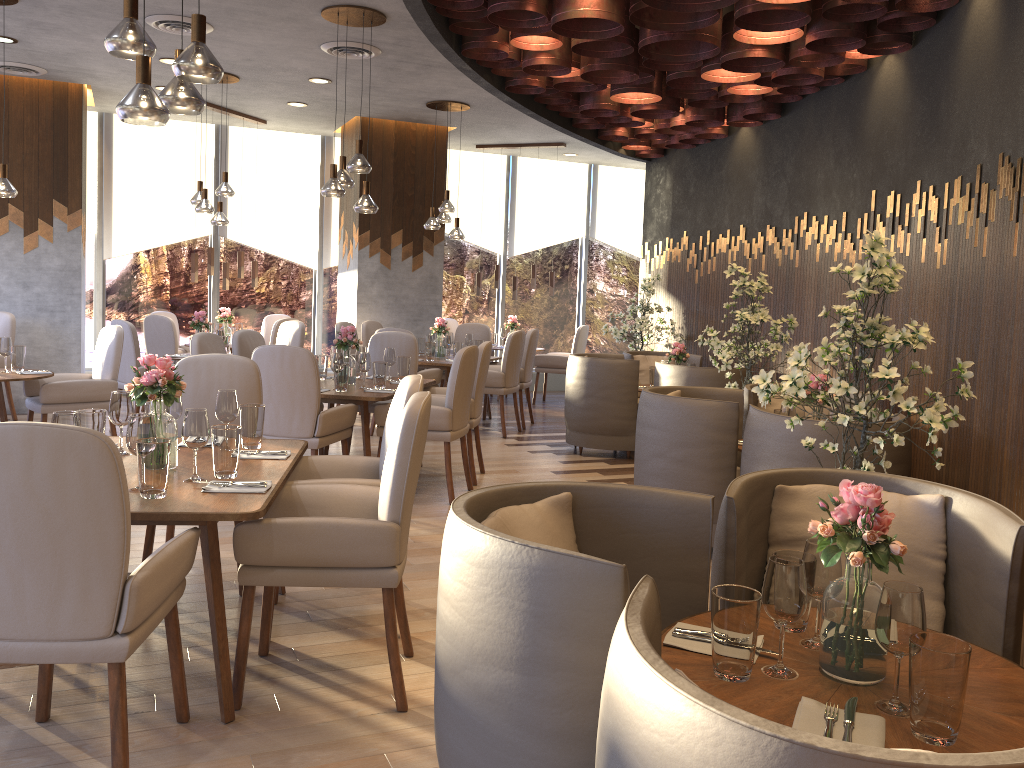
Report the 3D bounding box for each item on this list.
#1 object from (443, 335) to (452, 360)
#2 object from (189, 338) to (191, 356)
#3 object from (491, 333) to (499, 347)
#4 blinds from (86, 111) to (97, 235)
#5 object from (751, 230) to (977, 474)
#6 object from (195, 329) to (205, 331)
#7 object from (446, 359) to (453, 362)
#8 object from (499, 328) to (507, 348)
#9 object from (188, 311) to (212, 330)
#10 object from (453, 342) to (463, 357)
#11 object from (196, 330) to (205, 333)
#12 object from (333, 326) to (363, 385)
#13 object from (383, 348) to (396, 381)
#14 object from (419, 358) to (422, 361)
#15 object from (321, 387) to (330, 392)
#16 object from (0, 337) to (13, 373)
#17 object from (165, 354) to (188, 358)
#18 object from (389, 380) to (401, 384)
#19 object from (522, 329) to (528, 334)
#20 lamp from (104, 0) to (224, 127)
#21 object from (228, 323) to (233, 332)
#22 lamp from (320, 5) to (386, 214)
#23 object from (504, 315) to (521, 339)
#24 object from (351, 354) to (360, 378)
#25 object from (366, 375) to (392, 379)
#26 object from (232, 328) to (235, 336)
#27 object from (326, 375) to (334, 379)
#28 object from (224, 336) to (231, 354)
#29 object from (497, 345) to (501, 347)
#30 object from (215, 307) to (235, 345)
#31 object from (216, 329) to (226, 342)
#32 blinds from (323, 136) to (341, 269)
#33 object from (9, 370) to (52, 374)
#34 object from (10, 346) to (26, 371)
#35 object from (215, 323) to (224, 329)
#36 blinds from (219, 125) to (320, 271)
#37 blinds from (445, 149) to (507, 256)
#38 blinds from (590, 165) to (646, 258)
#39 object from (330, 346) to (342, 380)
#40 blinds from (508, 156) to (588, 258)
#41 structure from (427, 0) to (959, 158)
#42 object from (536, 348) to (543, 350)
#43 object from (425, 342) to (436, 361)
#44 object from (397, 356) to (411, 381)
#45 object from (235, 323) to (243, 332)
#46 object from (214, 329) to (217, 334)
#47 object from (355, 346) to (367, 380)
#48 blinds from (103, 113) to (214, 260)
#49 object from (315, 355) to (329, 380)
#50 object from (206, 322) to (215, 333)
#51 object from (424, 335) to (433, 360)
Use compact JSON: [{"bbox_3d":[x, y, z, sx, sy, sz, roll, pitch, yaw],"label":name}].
[{"bbox_3d":[-0.639,-0.357,8.739,0.092,0.244,0.092,0,5,-28],"label":"object"},{"bbox_3d":[-2.833,-0.323,7.927,0.102,0.178,0.102,-2,6,-43],"label":"object"},{"bbox_3d":[-0.222,-0.552,11.176,0.102,0.178,0.102,4,5,25],"label":"object"},{"bbox_3d":[-5.202,-3.021,9.725,1.173,2.675,0.007,0,4,-24],"label":"blinds"},{"bbox_3d":[1.305,0.244,3.328,0.748,1.613,0.789,6,6,43],"label":"object"},{"bbox_3d":[-3.409,-0.524,9.691,0.102,0.178,0.102,3,5,15],"label":"object"},{"bbox_3d":[-0.547,-0.228,8.612,0.255,0.019,0.158,4,6,20],"label":"object"},{"bbox_3d":[-0.117,-0.584,11.208,0.092,0.244,0.092,2,4,-1],"label":"object"},{"bbox_3d":[-2.890,-0.471,8.195,0.210,0.415,0.198,4,5,24],"label":"object"},{"bbox_3d":[-0.536,-0.324,8.772,0.102,0.178,0.102,-1,5,-34],"label":"object"},{"bbox_3d":[-2.824,-0.366,8.034,0.092,0.244,0.092,0,5,-30],"label":"object"},{"bbox_3d":[-1.159,-0.204,6.211,0.210,0.415,0.198,4,5,24],"label":"object"},{"bbox_3d":[-0.901,-0.144,6.529,0.092,0.244,0.092,-1,5,-37],"label":"object"},{"bbox_3d":[-0.956,-0.238,8.558,0.157,0.019,0.255,4,6,21],"label":"object"},{"bbox_3d":[-1.276,0.035,5.734,0.157,0.019,0.255,3,6,12],"label":"object"},{"bbox_3d":[-3.516,-0.202,6.152,0.092,0.244,0.092,5,5,31],"label":"object"},{"bbox_3d":[-2.989,-0.256,7.998,0.158,0.019,0.255,7,8,40],"label":"object"},{"bbox_3d":[-0.788,-0.016,6.420,0.255,0.019,0.158,3,6,11],"label":"object"},{"bbox_3d":[0.162,-0.574,11.216,0.092,0.244,0.092,0,5,-33],"label":"object"},{"bbox_3d":[-1.201,-1.555,3.076,0.439,1.323,0.440,3,4,15],"label":"lamp"},{"bbox_3d":[-3.164,-0.567,9.891,0.092,0.244,0.092,1,4,-15],"label":"object"},{"bbox_3d":[-1.105,-1.857,6.100,0.439,1.323,0.440,1,4,-18],"label":"lamp"},{"bbox_3d":[0.005,-0.653,11.087,0.210,0.415,0.198,6,6,44],"label":"object"},{"bbox_3d":[-1.172,-0.136,6.669,0.102,0.178,0.102,4,5,23],"label":"object"},{"bbox_3d":[-1.011,-0.053,6.704,0.157,0.019,0.255,3,6,7],"label":"object"},{"bbox_3d":[-3.184,-0.546,10.000,0.102,0.178,0.102,1,5,-17],"label":"object"},{"bbox_3d":[-1.409,-0.057,6.595,0.255,0.019,0.158,3,6,9],"label":"object"},{"bbox_3d":[-2.713,-0.364,8.381,0.102,0.178,0.102,-1,5,-32],"label":"object"},{"bbox_3d":[-0.220,-0.489,11.348,0.255,0.019,0.158,4,6,19],"label":"object"},{"bbox_3d":[-3.151,-0.638,9.749,0.210,0.415,0.198,1,4,-11],"label":"object"},{"bbox_3d":[-2.722,-0.386,8.270,0.092,0.244,0.092,4,4,22],"label":"object"},{"bbox_3d":[-1.779,-2.768,11.236,1.173,2.675,0.007,0,4,-24],"label":"blinds"},{"bbox_3d":[-3.355,-0.086,6.174,0.255,0.019,0.158,-2,7,-39],"label":"object"},{"bbox_3d":[-3.490,-0.180,6.260,0.102,0.178,0.102,2,4,-3],"label":"object"},{"bbox_3d":[-3.160,-0.536,9.578,0.092,0.244,0.092,6,5,40],"label":"object"},{"bbox_3d":[-2.923,-2.744,10.740,1.173,2.675,0.007,0,4,-24],"label":"blinds"},{"bbox_3d":[-0.609,-3.067,11.719,1.173,2.675,0.007,0,4,-24],"label":"blinds"},{"bbox_3d":[1.679,-3.058,12.716,1.173,2.675,0.007,0,4,-24],"label":"blinds"},{"bbox_3d":[-1.285,-0.153,6.473,0.092,0.244,0.092,4,5,29],"label":"object"},{"bbox_3d":[0.535,-3.051,12.219,1.173,2.675,0.007,0,4,-24],"label":"blinds"},{"bbox_3d":[0.939,-2.179,4.777,2.755,0.555,9.476,3,6,6],"label":"structure"},{"bbox_3d":[0.265,-0.445,11.098,0.255,0.019,0.158,4,6,15],"label":"object"},{"bbox_3d":[-0.787,-0.310,8.541,0.102,0.178,0.102,-2,6,-43],"label":"object"},{"bbox_3d":[-0.804,-0.112,6.579,0.102,0.178,0.102,0,5,-23],"label":"object"},{"bbox_3d":[-2.999,-0.545,9.733,0.092,0.244,0.092,4,5,26],"label":"object"},{"bbox_3d":[-3.131,-0.491,9.475,0.102,0.178,0.102,-2,6,-43],"label":"object"},{"bbox_3d":[-1.117,-0.156,6.572,0.092,0.244,0.092,5,5,32],"label":"object"},{"bbox_3d":[-4.067,-2.744,10.242,1.173,2.675,0.007,0,4,-24],"label":"blinds"},{"bbox_3d":[-1.384,-0.119,6.425,0.102,0.178,0.102,4,5,25],"label":"object"},{"bbox_3d":[-3.303,-0.556,9.722,0.092,0.244,0.092,6,6,44],"label":"object"},{"bbox_3d":[-0.815,-0.355,8.644,0.092,0.244,0.092,1,4,-21],"label":"object"}]
